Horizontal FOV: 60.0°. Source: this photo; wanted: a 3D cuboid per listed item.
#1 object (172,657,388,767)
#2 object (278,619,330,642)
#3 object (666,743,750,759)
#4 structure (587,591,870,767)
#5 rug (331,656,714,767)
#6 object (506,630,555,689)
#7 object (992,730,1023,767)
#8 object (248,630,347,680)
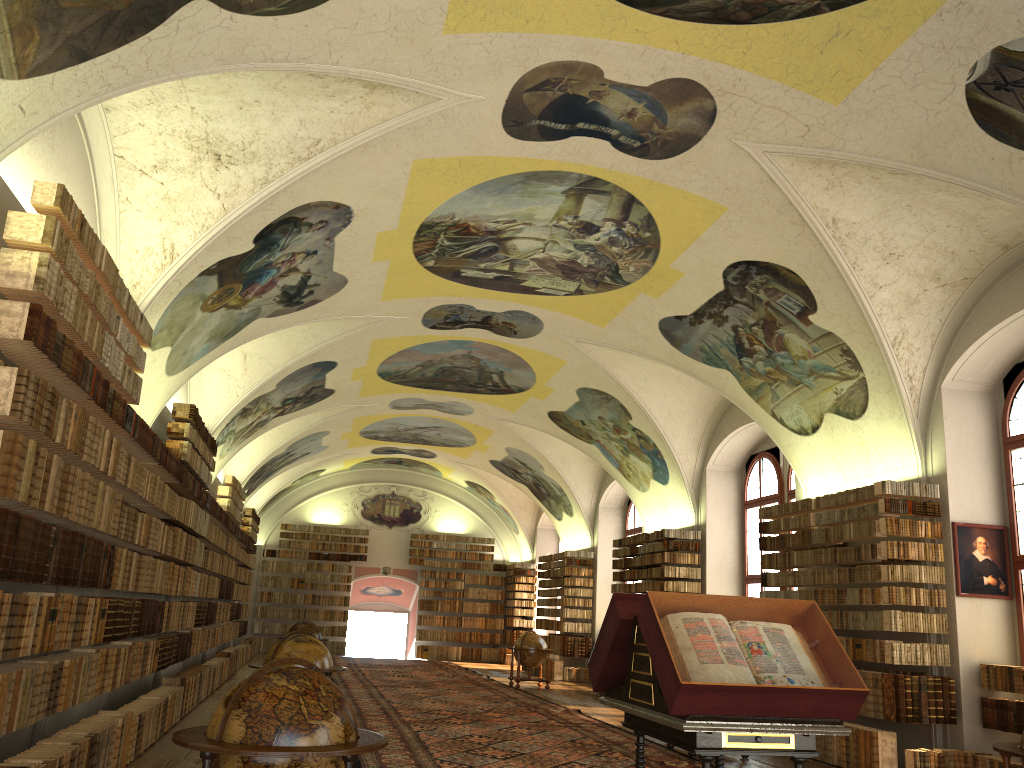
[{"bbox_3d":[-1.413,2.406,5.368,1.281,1.442,1.283,-9,-18,39],"label":"object"},{"bbox_3d":[-5.229,6.626,22.155,1.280,1.442,1.284,-5,-16,30],"label":"object"},{"bbox_3d":[2.837,4.610,12.904,1.281,1.442,1.283,-9,-18,39],"label":"object"},{"bbox_3d":[1.386,2.489,6.161,1.246,1.972,1.899,6,-14,-11],"label":"structure"},{"bbox_3d":[-0.669,5.800,15.467,4.706,0.064,37.064,6,-15,-11],"label":"rug"},{"bbox_3d":[0.478,7.225,23.305,1.280,1.442,1.284,-5,-16,30],"label":"object"},{"bbox_3d":[4.283,3.007,6.527,1.279,1.442,1.284,-4,-16,25],"label":"object"},{"bbox_3d":[-2.861,4.009,11.745,1.279,1.442,1.284,-4,-16,25],"label":"object"}]
